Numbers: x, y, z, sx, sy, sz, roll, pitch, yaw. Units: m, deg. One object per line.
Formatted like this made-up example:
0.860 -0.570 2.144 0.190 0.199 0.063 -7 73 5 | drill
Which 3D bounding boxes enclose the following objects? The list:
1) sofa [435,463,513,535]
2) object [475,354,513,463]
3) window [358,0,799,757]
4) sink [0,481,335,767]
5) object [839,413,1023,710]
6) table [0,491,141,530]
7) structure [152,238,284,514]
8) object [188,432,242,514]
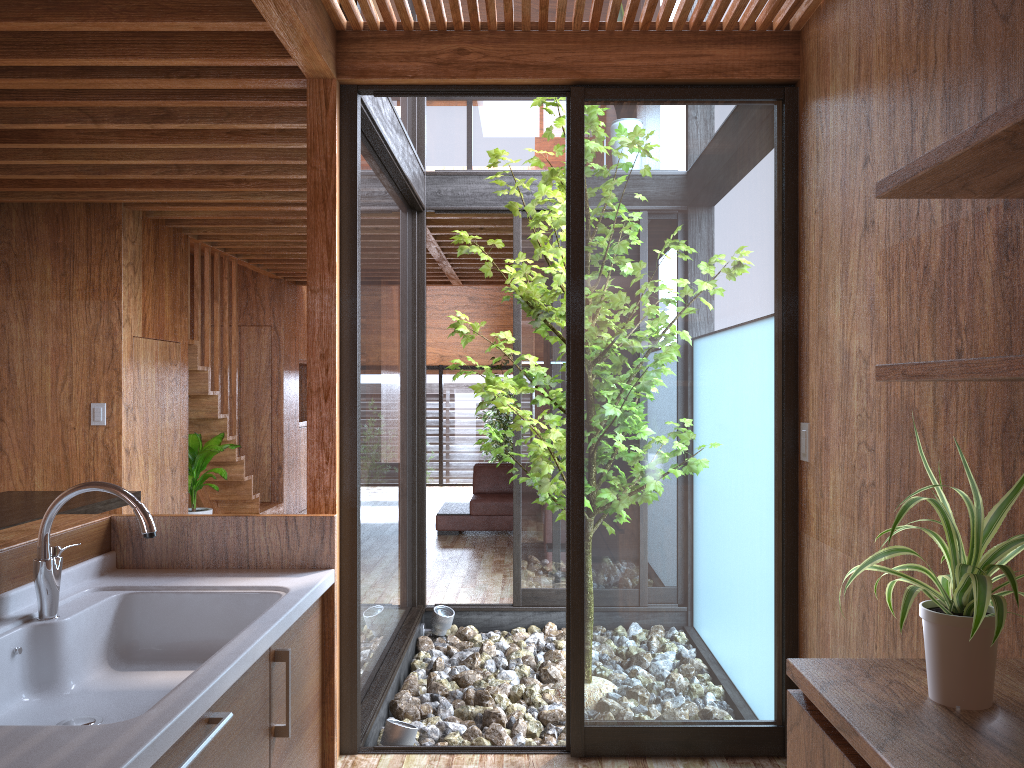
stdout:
0.184 0.912 7.121 1.699 0.760 2.505 0 0 1 | sofa
-0.106 0.469 10.952 0.636 1.690 0.680 0 0 8 | object
-1.008 -0.880 4.503 4.104 5.132 13.966 0 0 1 | window
-0.740 0.399 0.977 0.558 0.423 2.458 0 0 1 | sink
0.680 0.265 1.353 0.335 0.449 0.316 0 0 16 | object
-2.313 0.915 3.825 0.700 0.716 1.672 0 0 1 | table
-2.597 0.144 7.258 0.829 2.298 2.448 0 0 1 | structure
-2.333 0.774 6.446 0.676 1.031 0.631 0 0 -10 | object
